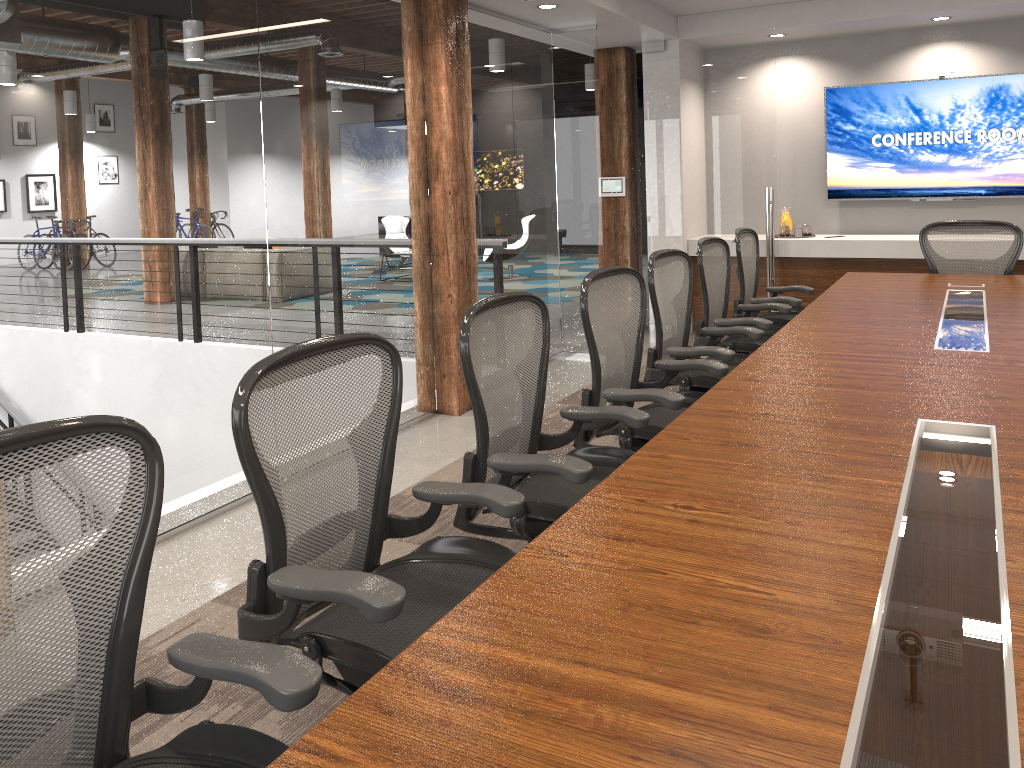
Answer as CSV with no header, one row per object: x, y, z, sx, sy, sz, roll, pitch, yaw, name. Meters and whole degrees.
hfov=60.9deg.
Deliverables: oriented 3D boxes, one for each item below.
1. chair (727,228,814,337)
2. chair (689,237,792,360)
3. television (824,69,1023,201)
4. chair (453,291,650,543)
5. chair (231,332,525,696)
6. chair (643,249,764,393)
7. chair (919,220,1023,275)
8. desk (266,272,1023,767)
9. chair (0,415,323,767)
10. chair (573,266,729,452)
1.730,-0.436,5.456,0.764,1.074,0.814,2,8,34,chair
1.329,-0.268,4.798,0.792,1.074,0.785,-1,6,12,chair
3.659,-2.105,7.381,1.913,1.091,0.066,4,5,28,television
0.222,0.281,2.627,0.761,1.074,0.817,0,7,17,chair
-0.223,0.450,1.976,0.792,1.074,0.785,-1,6,10,chair
0.985,-0.077,4.039,0.761,1.074,0.817,0,7,21,chair
2.876,-0.461,5.395,0.770,1.074,0.808,-1,6,12,chair
1.440,0.362,2.795,1.407,0.739,6.175,4,14,27,desk
-0.570,0.634,1.243,0.792,1.074,0.785,-2,6,2,chair
0.603,0.096,3.357,0.792,1.074,0.785,0,6,14,chair
